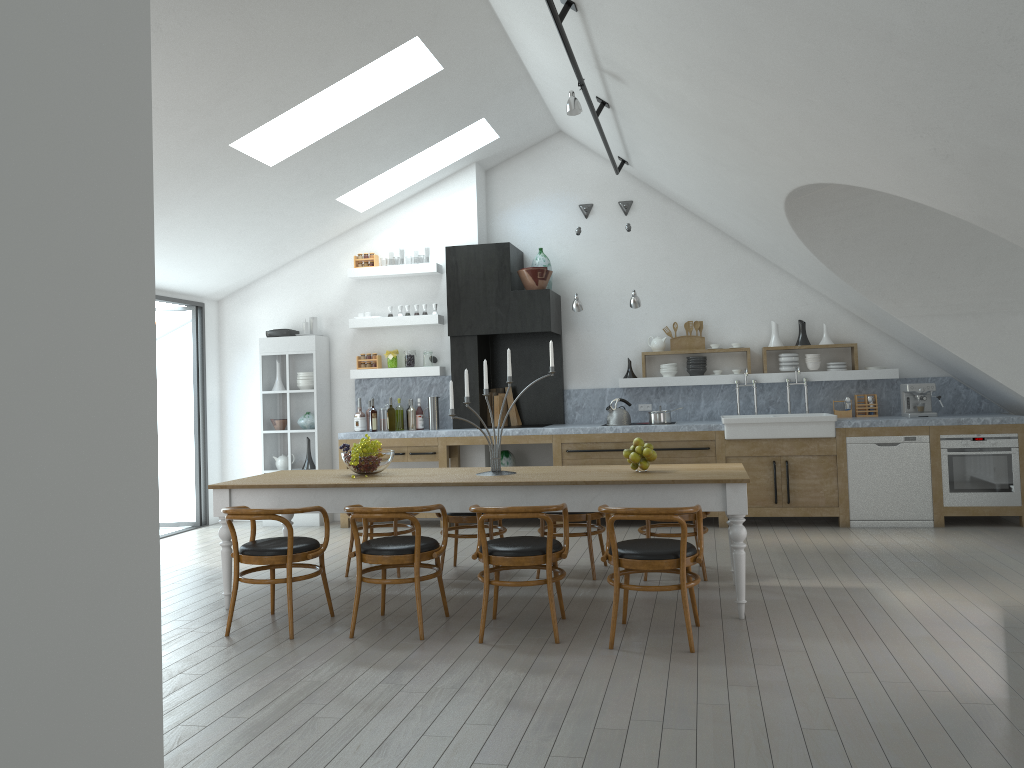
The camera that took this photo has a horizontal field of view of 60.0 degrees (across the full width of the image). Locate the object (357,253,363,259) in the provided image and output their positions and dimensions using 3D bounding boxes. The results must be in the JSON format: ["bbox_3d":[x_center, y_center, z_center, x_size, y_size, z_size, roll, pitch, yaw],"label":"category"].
[{"bbox_3d":[-1.627,-1.362,9.503,0.058,0.075,0.058,-3,-2,35],"label":"object"}]

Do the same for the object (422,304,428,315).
[{"bbox_3d":[-0.915,-0.776,9.306,0.067,0.124,0.064,-2,-2,6],"label":"object"}]

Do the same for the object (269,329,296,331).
[{"bbox_3d":[-2.470,-0.519,9.554,0.238,0.120,0.238,-2,-1,12],"label":"object"}]

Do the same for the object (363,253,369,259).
[{"bbox_3d":[-1.562,-1.364,9.489,0.058,0.075,0.058,-3,-2,35],"label":"object"}]

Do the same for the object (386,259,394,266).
[{"bbox_3d":[-1.291,-1.280,9.399,0.077,0.085,0.077,-3,-2,45],"label":"object"}]

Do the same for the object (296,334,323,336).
[{"bbox_3d":[-2.166,-0.516,9.493,0.150,0.025,0.295,-2,-1,36],"label":"object"}]

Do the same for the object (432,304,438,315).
[{"bbox_3d":[-0.806,-0.780,9.282,0.067,0.124,0.064,-2,-2,6],"label":"object"}]

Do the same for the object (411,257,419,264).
[{"bbox_3d":[-1.020,-1.289,9.342,0.077,0.085,0.077,-3,-2,45],"label":"object"}]

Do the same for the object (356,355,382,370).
[{"bbox_3d":[-1.522,-0.228,9.444,0.237,0.146,0.120,-2,-2,12],"label":"object"}]

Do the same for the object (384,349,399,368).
[{"bbox_3d":[-1.271,-0.263,9.374,0.163,0.199,0.128,-2,-2,7],"label":"object"}]

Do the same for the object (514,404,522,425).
[{"bbox_3d":[0.043,0.325,9.491,0.113,0.252,0.057,-2,-2,15],"label":"object"}]

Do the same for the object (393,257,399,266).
[{"bbox_3d":[-1.221,-1.289,9.355,0.071,0.099,0.071,-1,-2,-24],"label":"object"}]

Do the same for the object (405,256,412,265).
[{"bbox_3d":[-1.093,-1.297,9.388,0.082,0.105,0.081,-1,-2,-20],"label":"object"}]

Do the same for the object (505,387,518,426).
[{"bbox_3d":[0.003,0.238,9.422,0.078,0.428,0.148,0,-3,-43],"label":"object"}]

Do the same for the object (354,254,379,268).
[{"bbox_3d":[-1.558,-1.302,9.485,0.237,0.146,0.120,-2,-2,12],"label":"object"}]

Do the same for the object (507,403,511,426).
[{"bbox_3d":[-0.033,0.318,9.527,0.105,0.296,0.110,-1,-2,-13],"label":"object"}]

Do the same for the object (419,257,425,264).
[{"bbox_3d":[-0.940,-1.296,9.388,0.094,0.093,0.093,-3,-2,45],"label":"object"}]

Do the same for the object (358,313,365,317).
[{"bbox_3d":[-1.606,-0.722,9.467,0.058,0.061,0.057,-2,-1,12],"label":"object"}]

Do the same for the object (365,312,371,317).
[{"bbox_3d":[-1.534,-0.730,9.450,0.054,0.071,0.054,-2,-2,11],"label":"object"}]

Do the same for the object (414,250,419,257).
[{"bbox_3d":[-1.015,-1.331,9.409,0.048,0.169,0.048,-3,-2,20],"label":"object"}]

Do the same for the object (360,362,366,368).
[{"bbox_3d":[-1.588,-0.201,9.458,0.058,0.075,0.058,-3,-2,35],"label":"object"}]

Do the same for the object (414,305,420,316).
[{"bbox_3d":[-1.004,-0.773,9.333,0.067,0.124,0.064,-2,-2,6],"label":"object"}]

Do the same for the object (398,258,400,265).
[{"bbox_3d":[-1.212,-1.286,9.446,0.094,0.093,0.093,-3,-2,45],"label":"object"}]

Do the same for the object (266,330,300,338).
[{"bbox_3d":[-2.470,-0.509,9.553,0.298,0.120,0.298,-2,-1,12],"label":"object"}]

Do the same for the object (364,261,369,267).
[{"bbox_3d":[-1.559,-1.278,9.486,0.058,0.075,0.058,-3,-2,35],"label":"object"}]

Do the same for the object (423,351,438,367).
[{"bbox_3d":[-0.864,-0.268,9.291,0.103,0.178,0.207,-3,-2,34],"label":"object"}]

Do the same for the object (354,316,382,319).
[{"bbox_3d":[-1.533,-0.702,9.449,0.295,0.025,0.113,-2,-1,12],"label":"object"}]

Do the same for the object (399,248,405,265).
[{"bbox_3d":[-1.157,-1.336,9.327,0.063,0.187,0.063,-1,-2,-20],"label":"object"}]

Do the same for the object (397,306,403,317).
[{"bbox_3d":[-1.180,-0.767,9.372,0.067,0.124,0.064,-2,-2,6],"label":"object"}]

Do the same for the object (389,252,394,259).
[{"bbox_3d":[-1.286,-1.321,9.467,0.048,0.169,0.048,-3,-2,20],"label":"object"}]

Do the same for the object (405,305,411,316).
[{"bbox_3d":[-1.099,-0.770,9.339,0.067,0.124,0.064,-2,-2,6],"label":"object"}]

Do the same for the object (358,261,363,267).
[{"bbox_3d":[-1.624,-1.275,9.500,0.058,0.075,0.058,-3,-2,35],"label":"object"}]

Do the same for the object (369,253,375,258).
[{"bbox_3d":[-1.496,-1.366,9.475,0.058,0.075,0.058,-3,-2,35],"label":"object"}]

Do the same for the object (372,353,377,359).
[{"bbox_3d":[-1.460,-0.292,9.434,0.058,0.075,0.058,-3,-2,35],"label":"object"}]

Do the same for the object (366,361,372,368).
[{"bbox_3d":[-1.523,-0.204,9.444,0.058,0.075,0.058,-3,-2,35],"label":"object"}]

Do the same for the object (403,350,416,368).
[{"bbox_3d":[-1.075,-0.263,9.334,0.120,0.183,0.120,-3,-2,27],"label":"object"}]

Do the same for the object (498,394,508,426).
[{"bbox_3d":[-0.104,0.283,9.413,0.072,0.367,0.130,-3,-2,30],"label":"object"}]

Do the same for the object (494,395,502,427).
[{"bbox_3d":[-0.145,0.289,9.300,0.081,0.336,0.148,-2,-2,2],"label":"object"}]

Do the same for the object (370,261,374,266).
[{"bbox_3d":[-1.493,-1.280,9.472,0.058,0.075,0.058,-3,-2,35],"label":"object"}]

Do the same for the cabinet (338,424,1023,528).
[{"bbox_3d":[1.475,0.967,8.829,6.426,1.023,1.003,-2,-1,12],"label":"cabinet"}]

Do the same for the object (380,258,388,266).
[{"bbox_3d":[-1.364,-1.287,9.446,0.082,0.105,0.081,-1,-2,-20],"label":"object"}]

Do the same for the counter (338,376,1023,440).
[{"bbox_3d":[1.524,0.145,8.867,6.573,0.620,0.961,-2,-1,12],"label":"counter"}]

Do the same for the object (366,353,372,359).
[{"bbox_3d":[-1.526,-0.290,9.448,0.058,0.075,0.058,-3,-2,35],"label":"object"}]

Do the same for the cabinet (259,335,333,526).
[{"bbox_3d":[-2.308,0.494,9.488,0.641,1.992,0.360,-2,-2,12],"label":"cabinet"}]

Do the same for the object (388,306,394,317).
[{"bbox_3d":[-1.289,-0.763,9.395,0.067,0.124,0.064,-2,-2,6],"label":"object"}]

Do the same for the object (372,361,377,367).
[{"bbox_3d":[-1.457,-0.206,9.431,0.058,0.075,0.058,-3,-2,35],"label":"object"}]

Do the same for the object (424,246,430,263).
[{"bbox_3d":[-0.885,-1.345,9.269,0.063,0.187,0.063,-1,-2,-20],"label":"object"}]

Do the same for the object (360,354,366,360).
[{"bbox_3d":[-1.591,-0.287,9.462,0.058,0.075,0.058,-3,-2,35],"label":"object"}]

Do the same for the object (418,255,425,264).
[{"bbox_3d":[-0.950,-1.299,9.298,0.071,0.099,0.071,-1,-2,-24],"label":"object"}]

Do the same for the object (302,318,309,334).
[{"bbox_3d":[-2.201,-0.606,9.452,0.054,0.196,0.054,-3,-3,37],"label":"object"}]

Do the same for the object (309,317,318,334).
[{"bbox_3d":[-2.137,-0.614,9.537,0.071,0.211,0.072,-3,-3,36],"label":"object"}]
